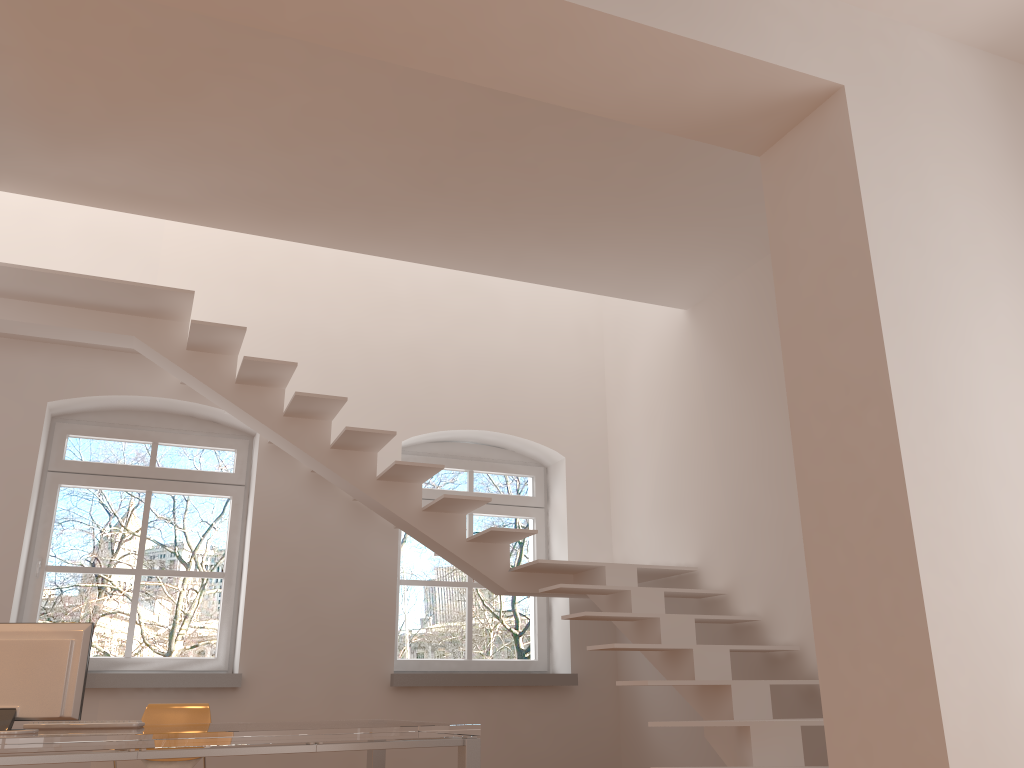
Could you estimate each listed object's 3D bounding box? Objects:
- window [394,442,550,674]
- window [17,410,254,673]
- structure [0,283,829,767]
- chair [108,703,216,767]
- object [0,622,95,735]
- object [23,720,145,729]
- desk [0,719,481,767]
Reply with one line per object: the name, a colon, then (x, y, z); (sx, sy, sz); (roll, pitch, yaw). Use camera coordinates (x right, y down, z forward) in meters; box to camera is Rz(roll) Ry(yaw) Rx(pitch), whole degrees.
window: (-0.320, 1.287, 6.682); (1.308, 1.737, 0.142); (7, -20, -21)
window: (-2.442, 1.016, 5.855); (1.308, 1.737, 0.142); (7, -20, -21)
structure: (-0.717, 0.835, 4.293); (4.630, 3.042, 3.450); (7, -20, -21)
chair: (-1.824, 2.102, 4.605); (0.495, 0.829, 0.464); (2, -19, -7)
object: (-1.980, 1.154, 3.498); (0.516, 0.418, 0.245); (-3, -19, 7)
object: (-1.876, 1.498, 3.905); (0.467, 0.031, 0.200); (4, -19, -12)
desk: (-1.377, 1.869, 3.793); (2.239, 0.750, 1.092); (11, -22, -30)
